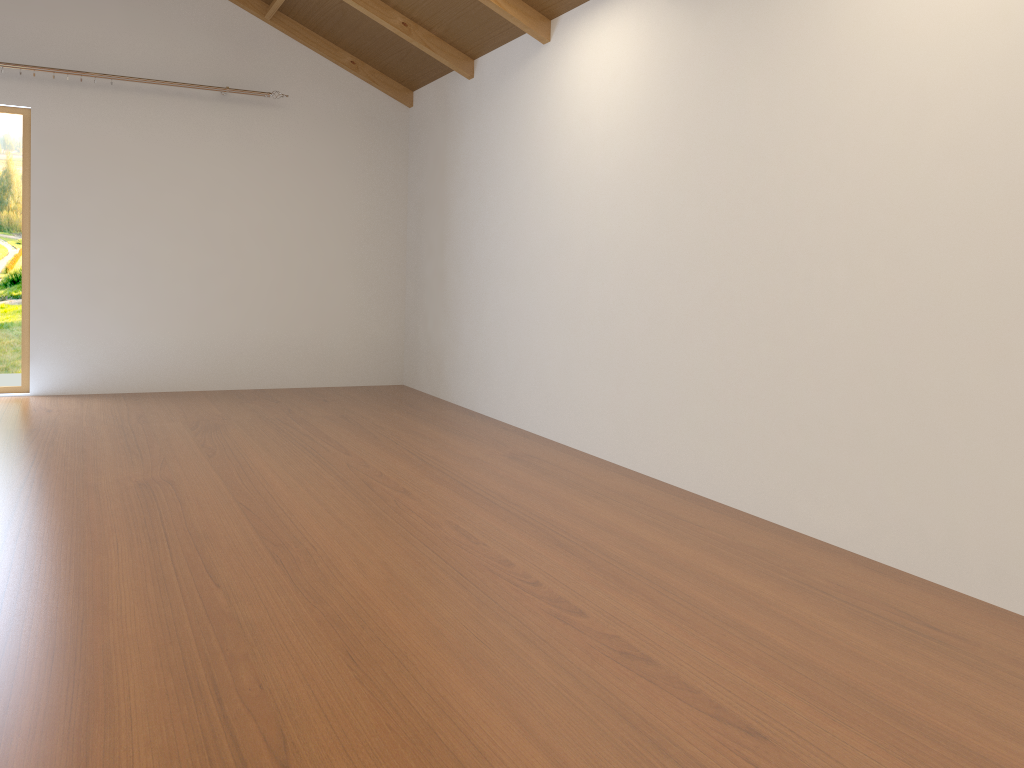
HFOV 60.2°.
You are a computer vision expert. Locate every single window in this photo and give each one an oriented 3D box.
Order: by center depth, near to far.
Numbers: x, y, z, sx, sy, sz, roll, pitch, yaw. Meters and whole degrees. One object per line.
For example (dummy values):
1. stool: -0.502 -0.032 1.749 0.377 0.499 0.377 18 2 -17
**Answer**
1. window: -3.429 -0.822 5.387 0.874 1.779 0.026 0 3 -26

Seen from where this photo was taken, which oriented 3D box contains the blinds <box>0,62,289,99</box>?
1. blinds: -2.853 -0.934 5.480 2.848 2.028 0.234 -1 4 -27
